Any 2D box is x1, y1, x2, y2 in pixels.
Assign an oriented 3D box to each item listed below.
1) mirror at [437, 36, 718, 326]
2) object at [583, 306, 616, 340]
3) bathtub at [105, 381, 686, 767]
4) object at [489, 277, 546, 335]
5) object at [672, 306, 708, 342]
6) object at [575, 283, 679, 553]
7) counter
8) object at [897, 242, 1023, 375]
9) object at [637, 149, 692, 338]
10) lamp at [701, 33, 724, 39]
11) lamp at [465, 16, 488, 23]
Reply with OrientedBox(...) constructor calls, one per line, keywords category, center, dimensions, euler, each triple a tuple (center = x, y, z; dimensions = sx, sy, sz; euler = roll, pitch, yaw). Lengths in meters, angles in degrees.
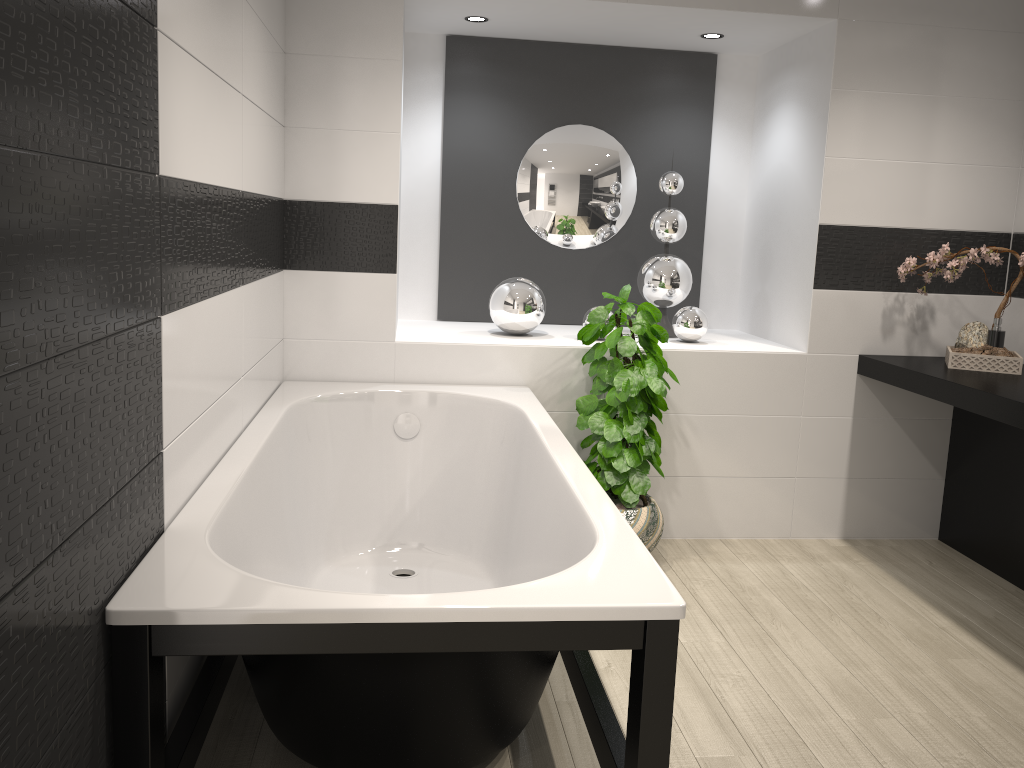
OrientedBox(category="mirror", center=(0.329, -0.987, 4.450), dimensions=(1.360, 1.376, 0.078), euler=(1, 8, -7))
OrientedBox(category="object", center=(0.394, -0.276, 3.996), dimensions=(0.150, 0.150, 0.151), euler=(4, 9, 6))
OrientedBox(category="bathtub", center=(-0.321, 0.525, 2.651), dimensions=(1.008, 0.673, 2.190), euler=(1, 10, -7))
OrientedBox(category="object", center=(0.025, -0.354, 4.035), dimensions=(0.260, 0.260, 0.262), euler=(3, 9, 6))
OrientedBox(category="object", center=(0.815, -0.274, 4.053), dimensions=(0.163, 0.162, 0.163), euler=(4, 9, 6))
OrientedBox(category="object", center=(0.428, 0.165, 3.557), dimensions=(0.419, 1.126, 0.439), euler=(8, 10, 34))
OrientedBox(category="counter", center=(2.067, 0.263, 2.051), dimensions=(0.655, 0.084, 3.864), euler=(1, 10, -7))
OrientedBox(category="object", center=(1.906, -0.345, 3.634), dimensions=(0.629, 0.558, 0.261), euler=(6, 9, 23))
OrientedBox(category="object", center=(0.745, -0.681, 4.248), dimensions=(0.260, 0.893, 0.262), euler=(3, 8, 6))
OrientedBox(category="lamp", center=(0.921, -1.600, 4.078), dimensions=(0.106, 0.004, 0.106), euler=(-6, 13, -39))
OrientedBox(category="lamp", center=(-0.158, -1.624, 3.948), dimensions=(0.105, 0.004, 0.106), euler=(-2, 11, -22))
